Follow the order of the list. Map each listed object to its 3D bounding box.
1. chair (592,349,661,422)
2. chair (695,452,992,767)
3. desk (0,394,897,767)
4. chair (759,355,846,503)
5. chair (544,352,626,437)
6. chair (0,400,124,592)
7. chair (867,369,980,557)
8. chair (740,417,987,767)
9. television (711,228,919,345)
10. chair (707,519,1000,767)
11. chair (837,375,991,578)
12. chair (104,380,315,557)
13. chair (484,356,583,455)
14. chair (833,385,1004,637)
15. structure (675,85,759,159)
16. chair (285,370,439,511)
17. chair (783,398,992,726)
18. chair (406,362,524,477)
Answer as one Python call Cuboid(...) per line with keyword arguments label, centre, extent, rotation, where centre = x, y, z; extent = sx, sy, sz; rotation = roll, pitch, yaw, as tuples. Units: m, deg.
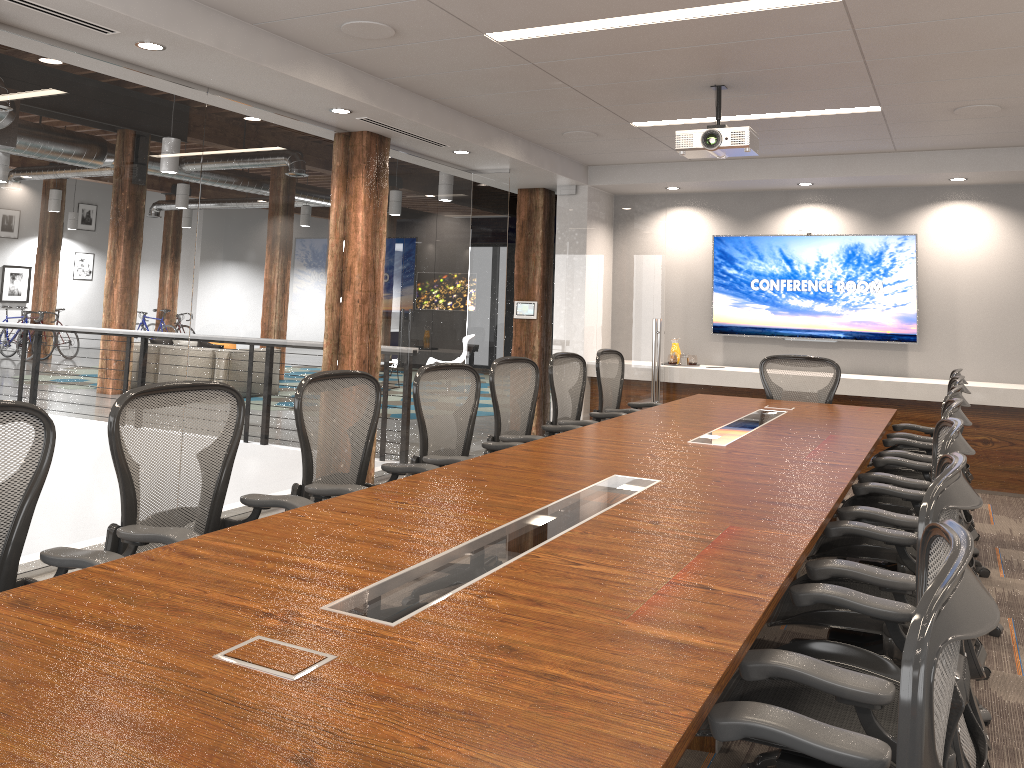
Cuboid(label="chair", centre=(0.937, 0.306, 6.363), extent=(0.762, 1.105, 0.793), rotation=(0, -3, 33))
Cuboid(label="chair", centre=(0.706, 0.692, 1.991), extent=(0.762, 1.105, 0.793), rotation=(1, -2, 26))
Cuboid(label="desk", centre=(0.690, 0.701, 3.685), extent=(1.406, 0.760, 6.012), rotation=(3, 5, 27))
Cuboid(label="chair", centre=(2.085, 0.349, 6.323), extent=(0.771, 1.105, 0.784), rotation=(2, -2, 11))
Cuboid(label="chair", centre=(0.549, 0.352, 5.701), extent=(0.793, 1.105, 0.762), rotation=(2, -2, 11))
Cuboid(label="chair", centre=(-1.277, 0.612, 2.127), extent=(0.792, 1.105, 0.763), rotation=(2, -2, 1))
Cuboid(label="chair", centre=(2.540, 0.434, 5.551), extent=(0.761, 1.105, 0.794), rotation=(1, -2, 28))
Cuboid(label="chair", centre=(1.095, 0.646, 2.651), extent=(0.793, 1.105, 0.762), rotation=(2, -2, 8))
Cuboid(label="television", centre=(2.904, -0.972, 8.480), extent=(1.912, 1.122, 0.064), rotation=(3, -5, 27))
Cuboid(label="chair", centre=(0.360, 0.749, 1.226), extent=(0.793, 1.105, 0.762), rotation=(1, -2, 21))
Cuboid(label="chair", centre=(2.185, 0.486, 4.841), extent=(0.762, 1.105, 0.793), rotation=(0, -3, 37))
Cuboid(label="chair", centre=(-0.945, 0.557, 2.863), extent=(0.793, 1.105, 0.762), rotation=(2, -2, 9))
Cuboid(label="chair", centre=(0.221, 0.410, 4.939), extent=(0.762, 1.104, 0.794), rotation=(1, -2, 19))
Cuboid(label="chair", centre=(1.831, 0.542, 4.081), extent=(0.793, 1.105, 0.762), rotation=(1, -2, 13))
Cuboid(label="structure", centre=(1.307, -1.677, 5.543), extent=(0.461, 0.462, 0.315), rotation=(2, -2, 27))
Cuboid(label="chair", centre=(-0.513, 0.513, 3.519), extent=(0.762, 1.104, 0.794), rotation=(1, -2, 16))
Cuboid(label="chair", centre=(1.435, 0.589, 3.414), extent=(0.761, 1.105, 0.794), rotation=(1, -2, 28))
Cuboid(label="chair", centre=(-0.147, 0.459, 4.253), extent=(0.793, 1.105, 0.762), rotation=(1, -2, 13))
